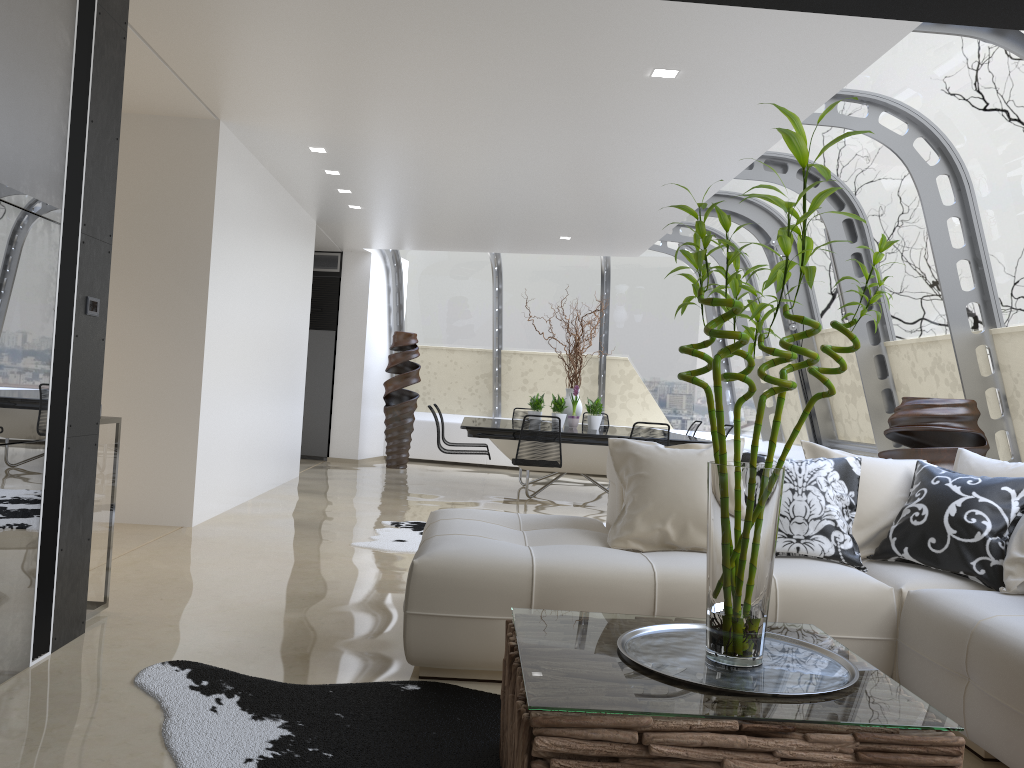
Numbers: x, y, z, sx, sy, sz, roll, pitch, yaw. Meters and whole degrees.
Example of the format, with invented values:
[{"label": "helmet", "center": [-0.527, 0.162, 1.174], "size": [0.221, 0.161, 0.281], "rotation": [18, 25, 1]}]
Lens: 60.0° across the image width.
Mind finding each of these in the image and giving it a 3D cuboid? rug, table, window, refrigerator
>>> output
[{"label": "rug", "center": [0.495, 1.193, 6.522], "size": [3.220, 0.008, 2.705], "rotation": [4, -1, -2]}, {"label": "rug", "center": [0.322, 1.133, 2.367], "size": [2.739, 0.008, 2.740], "rotation": [4, -1, -16]}, {"label": "table", "center": [0.479, 0.936, 2.348], "size": [1.007, 0.448, 0.923], "rotation": [4, -1, -2]}, {"label": "window", "center": [-3.923, -0.525, 6.971], "size": [16.693, 3.674, 16.171], "rotation": [4, -1, 4]}, {"label": "refrigerator", "center": [-2.963, 0.109, 12.436], "size": [1.006, 1.742, 0.234], "rotation": [4, -1, 11]}, {"label": "table", "center": [-1.874, 0.577, 3.798], "size": [0.202, 0.872, 0.350], "rotation": [4, -1, -2]}, {"label": "table", "center": [0.668, 0.867, 9.927], "size": [2.494, 0.759, 3.031], "rotation": [4, -1, -2]}]

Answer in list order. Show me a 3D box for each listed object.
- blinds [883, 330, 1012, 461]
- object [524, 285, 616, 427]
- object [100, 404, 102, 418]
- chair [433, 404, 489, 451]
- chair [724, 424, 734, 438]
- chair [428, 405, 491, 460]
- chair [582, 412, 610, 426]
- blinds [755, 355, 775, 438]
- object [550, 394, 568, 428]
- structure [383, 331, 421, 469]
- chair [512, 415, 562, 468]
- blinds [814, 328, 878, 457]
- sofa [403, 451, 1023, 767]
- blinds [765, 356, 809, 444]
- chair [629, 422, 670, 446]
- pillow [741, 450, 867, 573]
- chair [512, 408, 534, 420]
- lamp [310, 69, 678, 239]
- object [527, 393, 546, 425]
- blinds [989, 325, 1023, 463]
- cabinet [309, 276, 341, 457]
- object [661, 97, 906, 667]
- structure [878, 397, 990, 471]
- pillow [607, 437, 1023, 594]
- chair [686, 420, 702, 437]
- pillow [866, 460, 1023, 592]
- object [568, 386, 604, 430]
[{"label": "blinds", "center": [3.299, 0.160, 6.780], "size": [0.329, 1.027, 1.430], "rotation": [4, -1, -2]}, {"label": "object", "center": [0.564, -0.296, 9.976], "size": [1.031, 1.549, 1.135], "rotation": [4, -1, -10]}, {"label": "object", "center": [-1.844, 0.114, 3.804], "size": [0.151, 0.059, 0.153], "rotation": [3, -1, 38]}, {"label": "chair", "center": [-0.604, 0.515, 10.569], "size": [0.688, 0.519, 0.446], "rotation": [4, -1, -2]}, {"label": "chair", "center": [1.958, 0.668, 9.397], "size": [0.688, 0.519, 0.446], "rotation": [4, -1, -2]}, {"label": "chair", "center": [-0.551, 0.503, 9.294], "size": [0.688, 0.519, 0.446], "rotation": [4, -1, -2]}, {"label": "chair", "center": [1.110, 0.637, 11.484], "size": [0.446, 0.519, 0.688], "rotation": [4, -1, -2]}, {"label": "blinds", "center": [3.226, 0.742, 11.576], "size": [0.663, 2.118, 1.829], "rotation": [4, -1, -2]}, {"label": "object", "center": [0.504, 0.289, 9.653], "size": [0.215, 0.369, 0.284], "rotation": [3, -1, 31]}, {"label": "structure", "center": [-1.492, 0.221, 11.903], "size": [0.498, 1.843, 0.493], "rotation": [4, -1, 9]}, {"label": "chair", "center": [0.246, 0.544, 8.317], "size": [0.446, 0.519, 0.688], "rotation": [4, -1, -2]}, {"label": "blinds", "center": [3.212, 0.078, 8.315], "size": [0.387, 1.214, 1.376], "rotation": [4, -1, -2]}, {"label": "sofa", "center": [1.254, 0.769, 2.631], "size": [3.257, 0.866, 4.169], "rotation": [4, -1, -2]}, {"label": "blinds", "center": [3.170, 0.187, 9.856], "size": [0.329, 1.027, 1.430], "rotation": [4, -1, -2]}, {"label": "chair", "center": [1.241, 0.609, 8.358], "size": [0.446, 0.519, 0.688], "rotation": [4, -1, -2]}, {"label": "pillow", "center": [1.196, 0.529, 3.813], "size": [0.604, 0.471, 0.394], "rotation": [4, -1, 13]}, {"label": "chair", "center": [0.187, 0.576, 11.446], "size": [0.446, 0.519, 0.688], "rotation": [4, -1, -2]}, {"label": "lamp", "center": [-3.980, -2.021, 5.051], "size": [9.775, 0.004, 9.928], "rotation": [4, -1, -2]}, {"label": "object", "center": [0.280, 0.279, 10.076], "size": [0.215, 0.369, 0.284], "rotation": [3, -1, 36]}, {"label": "blinds", "center": [3.363, 0.146, 5.242], "size": [0.329, 1.027, 1.430], "rotation": [4, -1, -2]}, {"label": "cabinet", "center": [-3.465, -0.259, 12.852], "size": [2.252, 2.558, 0.831], "rotation": [4, -1, 12]}, {"label": "object", "center": [0.670, -0.038, 2.386], "size": [0.673, 1.546, 0.584], "rotation": [3, -1, 37]}, {"label": "structure", "center": [2.527, 0.710, 5.353], "size": [0.672, 1.258, 0.674], "rotation": [4, -1, -25]}, {"label": "pillow", "center": [1.868, 0.532, 3.001], "size": [1.656, 0.530, 3.322], "rotation": [4, -1, -32]}, {"label": "chair", "center": [1.905, 0.679, 10.672], "size": [0.688, 0.519, 0.446], "rotation": [4, -1, -2]}, {"label": "pillow", "center": [1.832, 0.579, 3.643], "size": [0.405, 0.483, 0.599], "rotation": [4, -1, -34]}, {"label": "object", "center": [0.842, 0.262, 9.800], "size": [0.417, 0.476, 0.238], "rotation": [3, -1, 26]}]
